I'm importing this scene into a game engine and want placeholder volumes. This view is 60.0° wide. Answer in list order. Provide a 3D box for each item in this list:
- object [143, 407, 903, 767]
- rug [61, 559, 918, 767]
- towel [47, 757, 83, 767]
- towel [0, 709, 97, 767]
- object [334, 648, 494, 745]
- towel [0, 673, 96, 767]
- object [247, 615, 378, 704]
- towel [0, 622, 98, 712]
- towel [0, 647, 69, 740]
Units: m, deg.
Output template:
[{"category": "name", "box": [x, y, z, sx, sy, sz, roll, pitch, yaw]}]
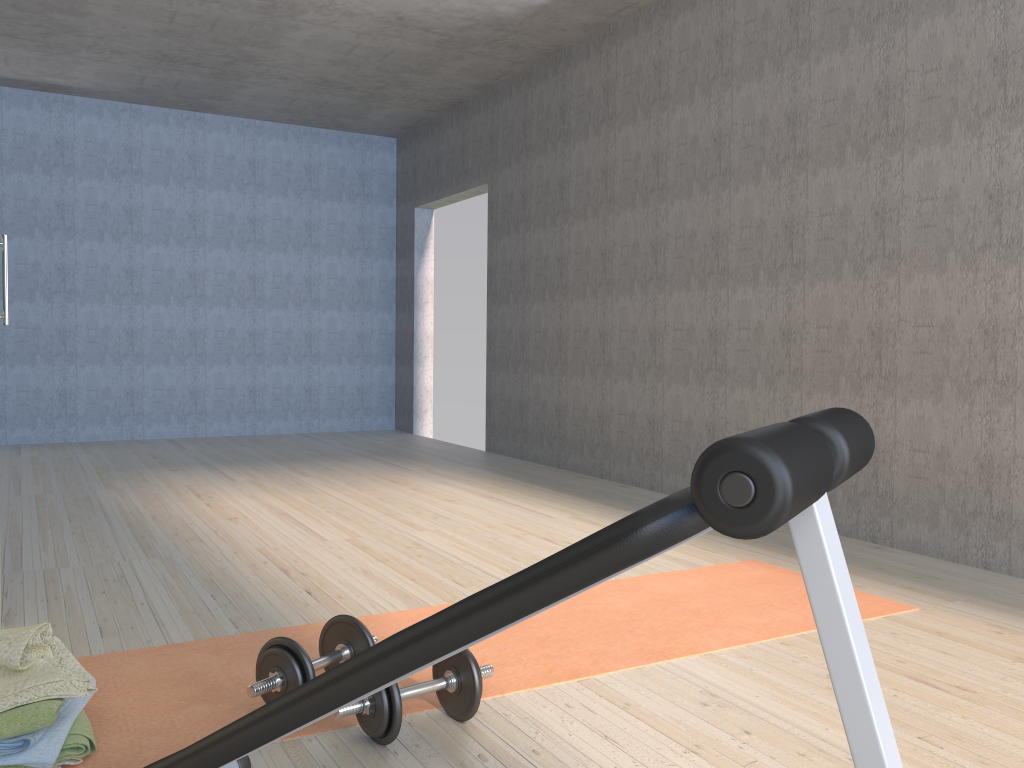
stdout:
[{"category": "object", "box": [-0.090, 0.394, 1.111, 1.312, 0.746, 0.505, 2, 3, 30]}, {"category": "rug", "box": [-0.104, 0.711, 2.441, 2.779, 0.002, 0.716, -1, 3, -29]}, {"category": "towel", "box": [-1.069, 0.707, 1.759, 0.376, 0.044, 0.371, -1, 3, -30]}, {"category": "towel", "box": [-1.048, 0.684, 1.761, 0.380, 0.081, 0.367, -1, 3, -31]}, {"category": "object", "box": [-0.199, 0.650, 1.885, 0.385, 0.176, 0.176, -1, 3, -37]}, {"category": "towel", "box": [-1.053, 0.660, 1.736, 0.383, 0.078, 0.383, 0, 3, -12]}, {"category": "object", "box": [-0.439, 0.633, 2.001, 0.176, 0.176, 0.385, 2, 3, 33]}, {"category": "towel", "box": [-1.059, 0.569, 1.738, 0.373, 0.123, 0.384, 3, 3, 45]}, {"category": "towel", "box": [-1.069, 0.624, 1.714, 0.376, 0.085, 0.371, 0, 3, -24]}]
